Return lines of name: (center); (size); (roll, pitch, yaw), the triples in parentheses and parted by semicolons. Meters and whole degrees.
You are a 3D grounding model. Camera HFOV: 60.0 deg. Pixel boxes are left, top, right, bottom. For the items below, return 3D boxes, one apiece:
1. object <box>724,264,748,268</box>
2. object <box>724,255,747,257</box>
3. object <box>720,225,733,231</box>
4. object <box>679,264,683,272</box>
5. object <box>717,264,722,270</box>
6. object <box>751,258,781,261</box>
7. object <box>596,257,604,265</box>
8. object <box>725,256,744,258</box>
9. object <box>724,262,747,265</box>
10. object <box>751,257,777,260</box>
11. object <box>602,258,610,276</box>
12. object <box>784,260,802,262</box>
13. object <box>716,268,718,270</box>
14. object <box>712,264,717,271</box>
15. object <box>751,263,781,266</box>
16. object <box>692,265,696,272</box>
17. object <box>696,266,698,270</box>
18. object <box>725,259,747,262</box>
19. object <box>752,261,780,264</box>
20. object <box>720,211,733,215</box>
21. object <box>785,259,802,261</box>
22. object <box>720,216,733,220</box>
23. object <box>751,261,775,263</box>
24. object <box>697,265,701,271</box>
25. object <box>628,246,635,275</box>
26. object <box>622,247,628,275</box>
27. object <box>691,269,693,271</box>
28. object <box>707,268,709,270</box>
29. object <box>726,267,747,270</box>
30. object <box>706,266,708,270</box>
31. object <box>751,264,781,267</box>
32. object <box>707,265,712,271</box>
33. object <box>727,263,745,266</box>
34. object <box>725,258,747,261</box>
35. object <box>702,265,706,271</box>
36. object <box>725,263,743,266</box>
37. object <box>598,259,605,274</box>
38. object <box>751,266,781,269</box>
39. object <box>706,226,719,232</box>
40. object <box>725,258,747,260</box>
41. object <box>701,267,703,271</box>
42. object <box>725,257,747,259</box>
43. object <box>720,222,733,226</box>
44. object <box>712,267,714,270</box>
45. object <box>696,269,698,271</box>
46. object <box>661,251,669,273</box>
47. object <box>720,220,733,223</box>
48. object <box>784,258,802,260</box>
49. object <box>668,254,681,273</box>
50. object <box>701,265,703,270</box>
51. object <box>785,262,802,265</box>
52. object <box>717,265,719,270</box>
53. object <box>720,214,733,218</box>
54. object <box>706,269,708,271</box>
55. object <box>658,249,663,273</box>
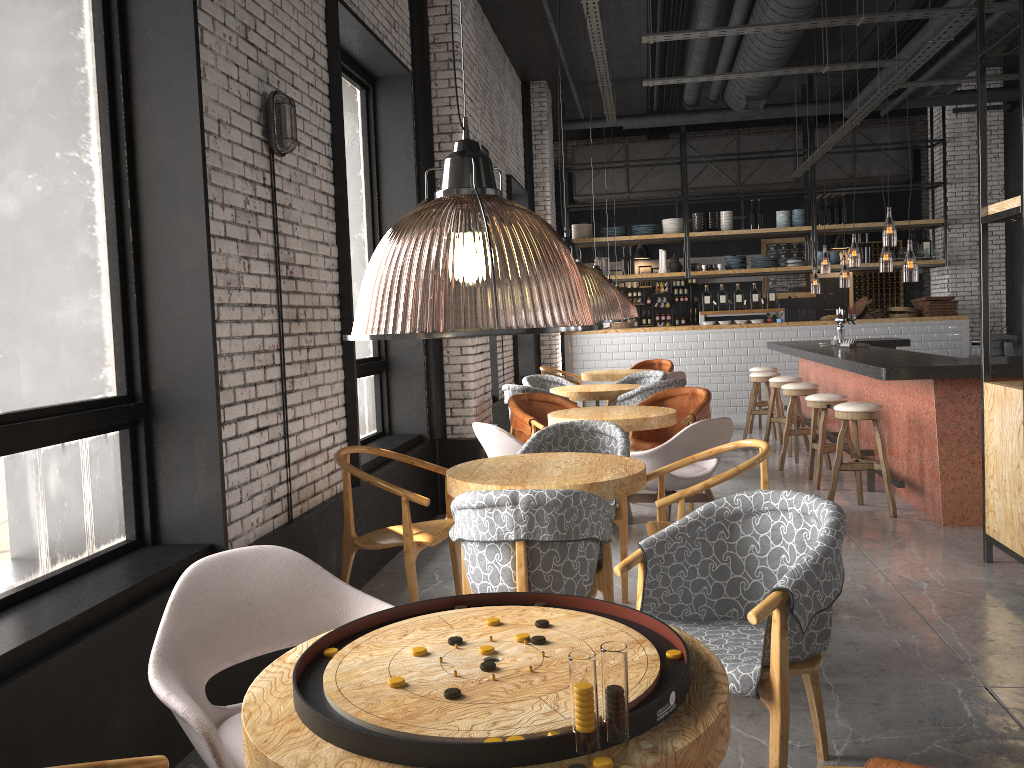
object: (3.511, -1.834, 13.900); (0.373, 0.067, 0.372); (-3, 4, -10)
object: (3.505, -1.992, 13.889); (0.373, 0.050, 0.373); (0, 5, 31)
object: (3.364, -2.427, 13.887); (0.196, 0.105, 0.196); (-3, 4, -13)
object: (2.629, -1.872, 14.172); (0.203, 0.212, 0.203); (-6, 5, -43)
object: (3.217, -1.805, 13.721); (0.072, 0.097, 0.072); (0, 4, 41)
object: (3.954, -1.929, 13.823); (0.454, 0.048, 0.454); (1, 5, 36)
object: (1.435, -1.881, 14.272); (0.126, 0.313, 0.179); (0, 4, 41)
object: (3.508, -1.972, 13.891); (0.334, 0.048, 0.335); (-3, 4, -4)
object: (3.513, -1.887, 13.894); (0.371, 0.071, 0.373); (-1, 4, 21)
object: (3.955, -1.954, 13.822); (0.453, 0.062, 0.454); (-1, 4, 24)
object: (1.504, -1.858, 14.116); (0.118, 0.293, 0.169); (-2, 3, 14)
object: (4.364, -1.901, 13.763); (0.263, 0.029, 0.263); (-3, 4, -15)
object: (3.270, -1.832, 14.068); (0.072, 0.097, 0.072); (-2, 3, 9)
object: (3.139, -1.803, 13.733); (0.072, 0.097, 0.072); (-1, 3, 18)
object: (3.958, -1.859, 13.827); (0.453, 0.050, 0.454); (0, 5, 29)
object: (2.828, -1.793, 13.781); (0.072, 0.097, 0.072); (0, 4, 32)
object: (2.922, -1.805, 13.885); (0.072, 0.097, 0.072); (-3, 3, -5)
object: (3.510, -1.917, 13.895); (0.334, 0.052, 0.335); (-6, 6, -43)
object: (3.954, -1.883, 13.825); (0.453, 0.062, 0.454); (-5, 5, -37)
object: (3.355, -2.648, 13.882); (0.196, 0.103, 0.196); (-3, 4, -13)
object: (4.364, -1.920, 13.762); (0.265, 0.034, 0.265); (-1, 4, 22)
object: (3.357, -2.560, 13.887); (0.196, 0.103, 0.197); (-1, 4, 25)
object: (3.956, -1.907, 13.823); (0.454, 0.065, 0.453); (-5, 5, -28)
object: (2.904, -1.796, 13.769); (0.072, 0.097, 0.072); (0, 4, 31)
object: (1.923, -1.979, 14.281); (0.098, 0.470, 0.098); (-3, 3, -14)
object: (1.817, -1.975, 14.298); (0.098, 0.470, 0.098); (-3, 3, -14)
object: (2.863, -1.811, 14.012); (0.072, 0.097, 0.072); (-3, 3, -3)
object: (3.080, -1.809, 13.860); (0.072, 0.097, 0.072); (0, 4, 37)
object: (3.514, -1.799, 13.899); (0.335, 0.033, 0.335); (-4, 4, -22)
object: (3.098, -1.818, 13.976); (0.072, 0.097, 0.072); (0, 4, 38)
object: (3.957, -1.835, 13.829); (0.454, 0.042, 0.454); (-4, 4, -16)
object: (3.063, -1.800, 13.745); (0.072, 0.097, 0.072); (-1, 4, 29)
object: (3.510, -1.852, 13.898); (0.334, 0.051, 0.335); (1, 5, 39)
object: (3.509, -1.932, 13.894); (0.334, 0.052, 0.334); (0, 4, 26)
object: (2.982, -1.798, 13.757); (0.072, 0.097, 0.072); (-5, 4, -41)
object: (3.510, -1.864, 13.896); (0.334, 0.045, 0.335); (-2, 4, 5)
object: (1.422, -1.838, 14.021); (0.106, 0.264, 0.152); (0, 4, 36)
object: (3.959, -1.811, 13.831); (0.454, 0.033, 0.454); (-3, 4, -9)
object: (3.151, -2.421, 13.927); (0.196, 0.104, 0.196); (1, 5, 45)
object: (3.507, -1.943, 13.892); (0.335, 0.035, 0.335); (-4, 4, -16)
object: (3.017, -1.816, 13.988); (0.072, 0.097, 0.072); (-3, 3, -3)
object: (3.507, -1.959, 13.891); (0.335, 0.036, 0.335); (-2, 4, -2)
object: (3.359, -2.471, 13.886); (0.196, 0.104, 0.196); (-3, 4, -15)
object: (3.157, -1.812, 13.848); (0.072, 0.097, 0.072); (-4, 4, -32)
object: (2.939, -1.814, 14.000); (0.072, 0.097, 0.072); (0, 4, 41)
object: (2.400, -1.923, 13.987); (0.132, 0.360, 0.127); (0, 4, 34)
object: (3.360, -2.515, 13.883); (0.196, 0.104, 0.197); (1, 5, 44)
object: (4.362, -1.931, 13.762); (0.265, 0.037, 0.265); (-2, 4, 4)
object: (2.565, -1.904, 13.976); (0.196, 0.305, 0.196); (-5, 4, -43)
object: (2.999, -1.807, 13.873); (0.072, 0.097, 0.072); (-2, 3, 10)
object: (4.365, -1.866, 13.766); (0.265, 0.038, 0.265); (0, 5, 31)
object: (3.234, -1.814, 13.836); (0.072, 0.097, 0.072); (-2, 3, 13)
object: (3.356, -2.603, 13.881); (0.196, 0.100, 0.197); (-2, 4, 5)
object: (3.115, -1.827, 14.091); (0.072, 0.097, 0.072); (-5, 4, -37)
object: (2.387, -1.949, 14.140); (0.126, 0.394, 0.126); (-5, 4, -41)
